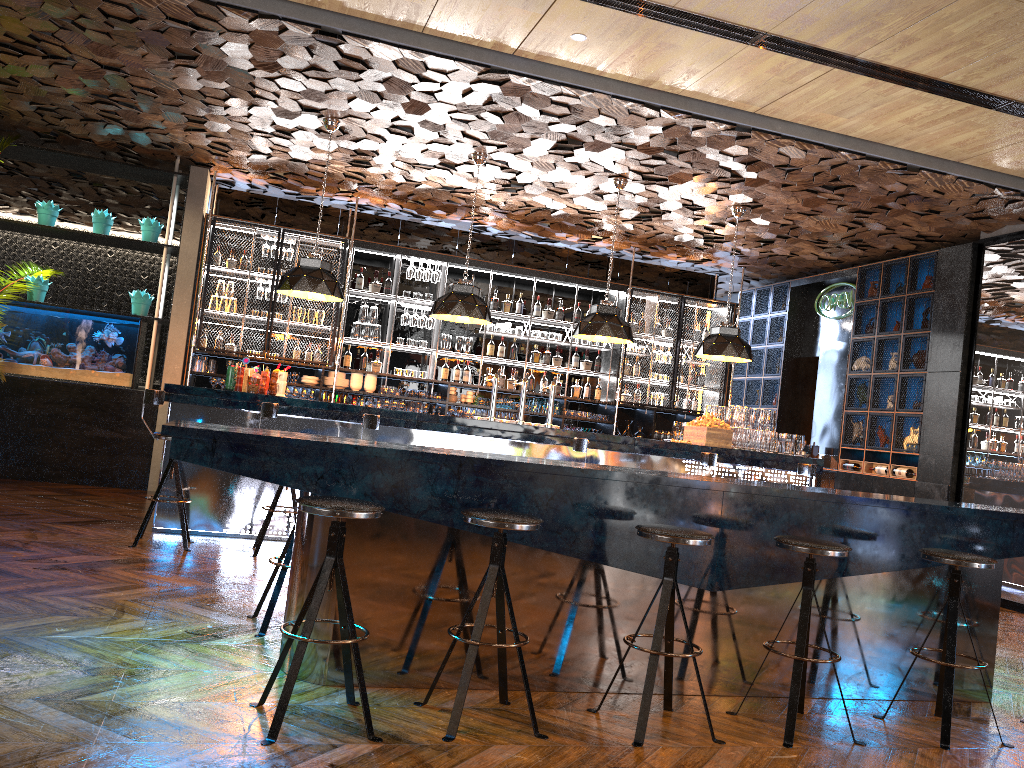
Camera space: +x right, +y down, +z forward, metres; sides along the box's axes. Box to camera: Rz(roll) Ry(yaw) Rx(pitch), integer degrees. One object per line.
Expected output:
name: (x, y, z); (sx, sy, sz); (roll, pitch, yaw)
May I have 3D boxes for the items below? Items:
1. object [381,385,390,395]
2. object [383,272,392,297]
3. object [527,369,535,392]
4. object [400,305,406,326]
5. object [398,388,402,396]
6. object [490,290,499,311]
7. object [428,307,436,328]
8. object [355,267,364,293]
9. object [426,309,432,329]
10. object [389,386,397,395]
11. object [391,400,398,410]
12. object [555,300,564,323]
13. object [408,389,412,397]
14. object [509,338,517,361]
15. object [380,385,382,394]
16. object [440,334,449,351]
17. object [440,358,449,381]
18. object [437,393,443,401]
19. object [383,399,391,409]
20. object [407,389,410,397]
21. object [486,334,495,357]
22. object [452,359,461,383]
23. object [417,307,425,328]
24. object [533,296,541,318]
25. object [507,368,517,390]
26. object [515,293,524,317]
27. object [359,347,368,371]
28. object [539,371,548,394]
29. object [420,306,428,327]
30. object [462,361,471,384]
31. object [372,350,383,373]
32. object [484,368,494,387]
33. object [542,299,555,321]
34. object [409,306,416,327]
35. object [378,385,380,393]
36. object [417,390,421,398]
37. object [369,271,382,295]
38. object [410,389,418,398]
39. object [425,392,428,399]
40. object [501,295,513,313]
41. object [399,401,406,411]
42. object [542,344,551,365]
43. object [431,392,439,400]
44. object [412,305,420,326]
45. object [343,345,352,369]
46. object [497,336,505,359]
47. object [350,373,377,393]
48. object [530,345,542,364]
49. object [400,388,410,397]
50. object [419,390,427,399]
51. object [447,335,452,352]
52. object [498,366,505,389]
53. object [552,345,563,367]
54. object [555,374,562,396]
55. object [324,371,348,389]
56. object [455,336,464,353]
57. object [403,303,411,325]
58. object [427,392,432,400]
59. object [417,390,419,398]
object: (-1.483, 0.071, 10.414); (0.100, 0.100, 0.089); (7, -3, -12)
object: (-1.486, -1.201, 10.648); (0.086, 0.299, 0.086); (5, -3, 32)
object: (0.241, -0.038, 11.129); (0.086, 0.297, 0.086); (6, -3, 17)
object: (-1.305, -0.835, 10.772); (0.092, 0.244, 0.092); (5, -3, 34)
object: (-1.318, 0.102, 10.692); (0.109, 0.100, 0.109); (8, -3, -33)
object: (-0.214, -1.028, 11.027); (0.083, 0.282, 0.083); (8, -3, -32)
object: (-0.960, -0.798, 10.704); (0.092, 0.244, 0.092); (5, -3, 34)
object: (-1.811, -1.242, 10.579); (0.086, 0.298, 0.086); (5, -3, 32)
object: (-1.008, -0.797, 10.862); (0.092, 0.244, 0.092); (5, -3, 34)
object: (-1.421, 0.082, 10.490); (0.089, 0.100, 0.100); (6, -3, 20)
object: (-1.385, 0.296, 10.437); (0.084, 0.216, 0.084); (7, -3, -1)
object: (0.612, -0.922, 11.276); (0.083, 0.282, 0.083); (7, -3, -17)
object: (-1.201, 0.115, 10.670); (0.093, 0.099, 0.093); (8, -3, -29)
object: (0.023, -0.431, 11.096); (0.086, 0.297, 0.086); (5, -3, 32)
object: (-1.523, 0.071, 10.520); (0.100, 0.100, 0.089); (9, -4, -44)
object: (-0.821, -0.500, 10.773); (0.105, 0.209, 0.105); (5, -3, 28)
object: (-0.817, -0.172, 10.842); (0.086, 0.299, 0.086); (5, -3, 32)
object: (-0.876, 0.154, 10.671); (0.095, 0.096, 0.095); (6, -3, 7)
object: (-1.474, 0.285, 10.411); (0.084, 0.216, 0.084); (8, -3, -28)
object: (-1.232, 0.116, 10.770); (0.093, 0.099, 0.093); (7, -3, -15)
object: (-0.261, -0.467, 11.014); (0.086, 0.299, 0.086); (5, -3, 32)
object: (-0.675, -0.154, 10.912); (0.086, 0.298, 0.086); (5, -3, 32)
object: (-1.107, -0.810, 10.832); (0.092, 0.244, 0.092); (5, -3, 34)
object: (0.323, -0.967, 11.197); (0.086, 0.298, 0.086); (5, -3, 32)
object: (0.005, -0.057, 11.069); (0.123, 0.279, 0.123); (7, -3, -3)
object: (0.099, -0.994, 11.136); (0.086, 0.298, 0.086); (5, -3, 32)
object: (-1.753, -0.296, 10.528); (0.086, 0.297, 0.086); (6, -3, 17)
object: (0.403, -0.016, 11.212); (0.086, 0.298, 0.086); (5, -3, 32)
object: (-1.059, -0.811, 10.674); (0.092, 0.244, 0.092); (5, -3, 34)
object: (-0.555, -0.139, 10.923); (0.086, 0.298, 0.086); (5, -3, 32)
object: (-1.608, -0.266, 10.584); (0.123, 0.279, 0.123); (7, -3, -3)
object: (-0.279, -0.078, 10.997); (0.151, 0.248, 0.094); (8, -3, -28)
object: (0.462, -0.939, 11.217); (0.123, 0.279, 0.123); (8, -3, -28)
object: (-1.201, -0.822, 10.804); (0.092, 0.244, 0.092); (5, -3, 34)
object: (-1.558, 0.073, 10.635); (0.100, 0.100, 0.089); (7, -3, -9)
object: (-1.094, 0.126, 10.649); (0.093, 0.099, 0.093); (4, -4, 45)
object: (-1.629, -1.210, 10.587); (0.123, 0.279, 0.123); (8, -3, -28)
object: (-1.170, 0.114, 10.567); (0.093, 0.099, 0.093); (7, -3, 0)
object: (-1.036, 0.143, 10.830); (0.095, 0.096, 0.095); (7, -3, 0)
object: (-0.063, -0.991, 11.072); (0.151, 0.248, 0.094); (7, -3, -13)
object: (-1.298, 0.307, 10.463); (0.084, 0.216, 0.084); (5, -3, 26)
object: (0.444, -0.368, 11.220); (0.083, 0.282, 0.083); (7, -3, -17)
object: (-0.923, 0.144, 10.582); (0.095, 0.096, 0.095); (9, -4, -43)
object: (-1.153, -0.823, 10.646); (0.092, 0.244, 0.092); (5, -3, 34)
object: (-1.944, -0.318, 10.503); (0.086, 0.299, 0.086); (5, -3, 32)
object: (-0.129, -0.450, 11.080); (0.086, 0.298, 0.086); (5, -3, 32)
object: (-1.748, -0.018, 10.419); (0.309, 0.216, 0.149); (7, -3, -19)
object: (0.295, -0.369, 11.174); (0.151, 0.248, 0.094); (8, -3, -28)
object: (-1.272, 0.100, 10.540); (0.109, 0.100, 0.109); (8, -3, -33)
object: (-1.060, 0.126, 10.551); (0.093, 0.099, 0.093); (6, -3, 3)
object: (-0.794, -0.491, 10.902); (0.105, 0.209, 0.105); (5, -3, 28)
object: (-0.131, -0.077, 11.043); (0.083, 0.282, 0.083); (7, -3, -17)
object: (0.579, -0.349, 11.246); (0.123, 0.279, 0.123); (7, -3, -3)
object: (0.578, 0.015, 11.256); (0.083, 0.282, 0.083); (8, -3, -32)
object: (-2.052, -0.045, 10.362); (0.306, 0.195, 0.300); (7, -3, -15)
object: (-0.648, -0.476, 10.854); (0.105, 0.209, 0.105); (5, -3, 28)
object: (-1.258, -0.837, 10.614); (0.092, 0.244, 0.092); (5, -3, 34)
object: (-0.978, 0.142, 10.674); (0.095, 0.096, 0.095); (7, -3, -16)
object: (-1.118, 0.128, 10.748); (0.093, 0.099, 0.093); (8, -3, -29)
